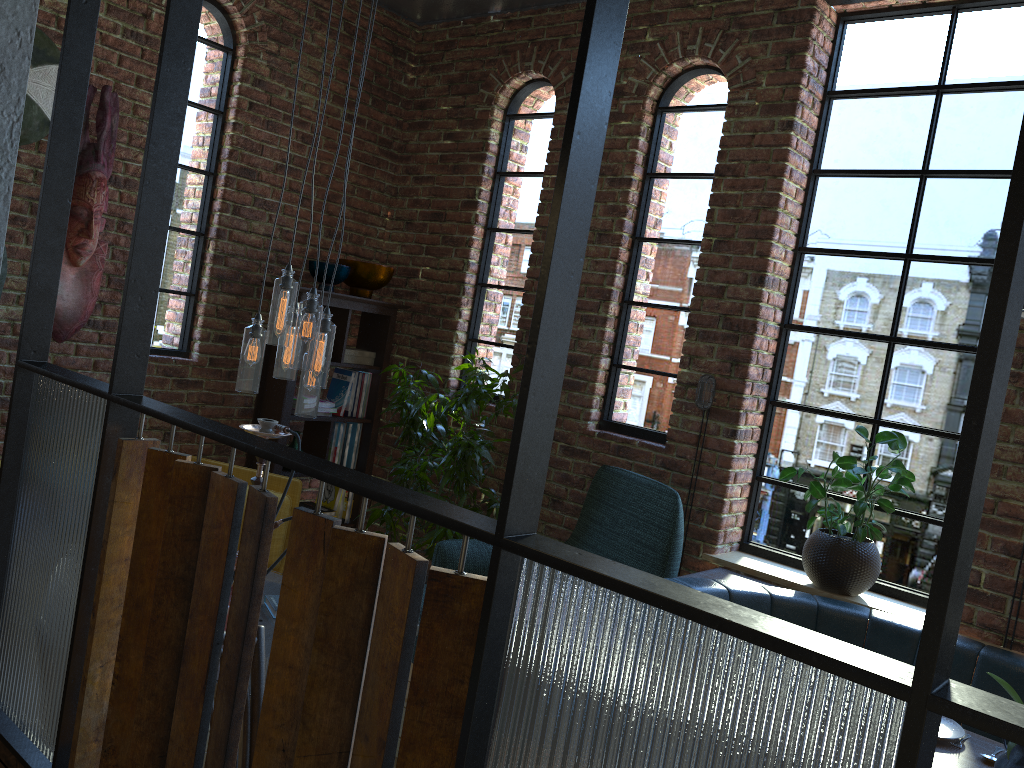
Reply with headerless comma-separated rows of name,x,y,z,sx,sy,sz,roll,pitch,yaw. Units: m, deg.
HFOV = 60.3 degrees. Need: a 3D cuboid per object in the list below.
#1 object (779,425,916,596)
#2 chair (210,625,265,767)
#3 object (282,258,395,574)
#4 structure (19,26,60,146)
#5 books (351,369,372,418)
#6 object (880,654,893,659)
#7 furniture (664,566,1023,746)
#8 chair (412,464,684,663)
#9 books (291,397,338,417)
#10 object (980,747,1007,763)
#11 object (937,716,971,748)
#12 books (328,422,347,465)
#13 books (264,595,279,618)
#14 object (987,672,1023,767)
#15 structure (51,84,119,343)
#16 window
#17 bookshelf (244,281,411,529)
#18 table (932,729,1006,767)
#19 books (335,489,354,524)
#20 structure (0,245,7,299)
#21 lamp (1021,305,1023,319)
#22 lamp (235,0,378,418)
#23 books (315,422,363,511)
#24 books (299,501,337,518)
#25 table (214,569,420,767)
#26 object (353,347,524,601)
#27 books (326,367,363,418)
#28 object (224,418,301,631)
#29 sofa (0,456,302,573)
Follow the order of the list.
object,1.355,0.490,3.449,0.371,0.663,0.532,8,3,-27
chair,-0.502,0.988,1.620,0.546,0.914,0.387,11,3,35
object,-1.034,0.193,4.818,0.342,1.760,0.582,11,3,33
structure,-2.050,-1.221,3.517,0.154,0.520,0.506,12,4,39
books,-0.884,0.053,5.002,0.186,0.257,0.076,12,4,40
object,1.056,0.891,2.562,0.095,0.191,0.101,9,3,-21
furniture,1.451,1.318,2.358,2.739,0.822,1.301,12,4,40
chair,0.097,0.883,3.653,0.993,1.097,0.839,8,3,-26
books,-1.096,0.122,4.750,0.187,0.080,0.256,12,4,39
object,1.466,1.041,2.375,0.341,0.051,0.256,12,4,43
object,1.174,0.979,2.625,0.341,0.051,0.256,12,4,43
books,-1.019,0.334,4.907,0.181,0.272,0.081,12,4,40
books,-0.738,0.800,3.163,0.263,0.028,0.167,8,4,-26
object,1.304,0.832,2.205,0.131,0.431,0.227,8,3,-32
structure,-1.909,-0.741,3.895,0.225,1.145,0.228,9,3,-5
window,0.731,-0.463,3.119,8.654,2.428,3.391,10,3,8
bookshelf,-1.079,0.333,4.822,0.332,1.667,0.777,12,4,39
table,1.267,1.381,2.168,1.615,0.660,0.784,12,4,40
books,-0.986,0.639,5.030,0.199,0.272,0.080,12,4,40
structure,-2.223,-0.355,3.524,0.109,0.639,0.349,12,4,40
lamp,1.608,-0.782,2.047,0.506,1.325,0.552,8,3,-33
lamp,-0.686,-0.946,2.863,0.485,2.118,0.299,8,3,-25
books,-1.112,0.476,4.830,0.200,0.574,0.559,12,4,38
books,-1.141,0.718,4.814,0.256,0.088,0.288,12,4,42
table,-0.899,1.054,3.017,0.780,0.508,0.900,11,3,24
object,-0.369,0.553,4.301,0.886,1.527,0.703,11,3,19
books,-0.953,0.045,4.933,0.171,0.258,0.118,12,4,40
object,-0.795,0.470,2.790,0.272,0.703,0.162,11,3,31
sofa,-1.768,0.754,3.481,0.820,0.762,1.922,11,3,22
